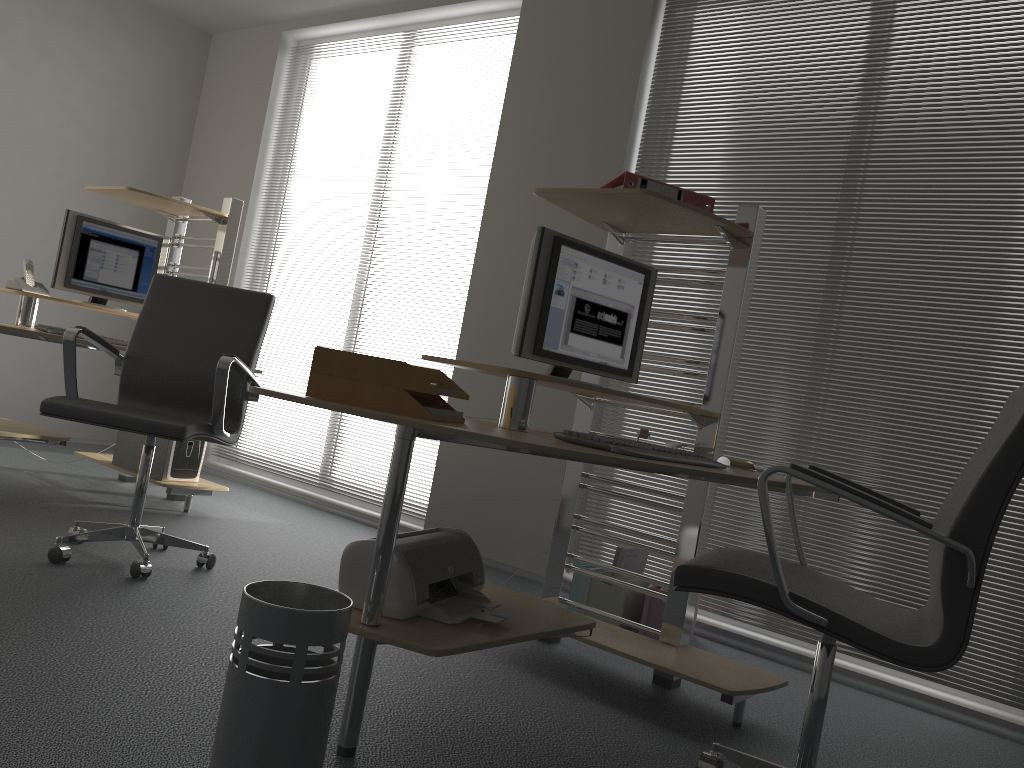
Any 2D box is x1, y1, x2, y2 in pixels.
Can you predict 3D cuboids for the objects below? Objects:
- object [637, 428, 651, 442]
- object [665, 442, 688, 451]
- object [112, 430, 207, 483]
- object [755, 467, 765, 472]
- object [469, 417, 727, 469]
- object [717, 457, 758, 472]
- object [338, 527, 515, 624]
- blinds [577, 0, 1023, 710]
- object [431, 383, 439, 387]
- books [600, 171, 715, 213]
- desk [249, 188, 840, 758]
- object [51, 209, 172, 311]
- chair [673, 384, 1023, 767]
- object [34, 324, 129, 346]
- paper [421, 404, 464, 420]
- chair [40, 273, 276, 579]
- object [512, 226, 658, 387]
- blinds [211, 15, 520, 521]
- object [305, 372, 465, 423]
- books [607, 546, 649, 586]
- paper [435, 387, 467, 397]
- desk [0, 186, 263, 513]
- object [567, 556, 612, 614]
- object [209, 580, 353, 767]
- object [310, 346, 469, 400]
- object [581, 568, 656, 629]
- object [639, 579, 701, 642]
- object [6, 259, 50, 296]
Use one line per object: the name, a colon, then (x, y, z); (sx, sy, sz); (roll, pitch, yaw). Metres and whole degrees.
object: (0.411, 0.173, 2.759); (0.054, 0.064, 0.159); (10, -1, 4)
object: (0.512, 0.203, 2.773); (0.022, 0.042, 0.134); (11, -1, -11)
object: (-1.712, 0.231, 4.361); (0.471, 0.422, 0.199); (10, -1, 37)
object: (0.721, 0.257, 2.739); (0.158, 0.011, 0.011); (10, -1, 34)
object: (0.134, 0.159, 2.435); (0.814, 0.082, 0.478); (9, -2, 44)
object: (0.676, 0.239, 2.671); (0.132, 0.026, 0.132); (10, -1, 37)
object: (-0.161, 0.463, 2.156); (0.351, 0.162, 0.438); (10, -1, 21)
blinds: (1.266, -0.373, 3.621); (1.950, 2.770, 0.022); (10, -1, 37)
object: (-0.178, 0.002, 2.038); (0.008, 0.009, 0.159); (11, -1, 0)
books: (0.436, -0.581, 2.828); (0.320, 0.072, 0.262); (11, -1, -21)
desk: (0.208, 0.109, 2.324); (0.967, 1.566, 1.469); (10, -1, 37)
object: (-1.990, -0.583, 4.388); (0.516, 0.418, 0.245); (11, -1, -38)
chair: (0.721, 0.460, 1.931); (0.652, 1.048, 0.584); (10, -1, 23)
object: (-2.040, -0.212, 4.125); (0.814, 0.082, 0.478); (9, -2, 44)
paper: (-0.286, 0.044, 2.065); (0.297, 0.019, 0.210); (10, -1, 16)
chair: (-1.277, 0.112, 3.189); (0.584, 1.048, 0.652); (11, -1, 2)
object: (0.203, -0.207, 2.734); (0.516, 0.418, 0.245); (11, -1, -31)
blinds: (-0.949, -0.753, 5.293); (1.950, 2.749, 0.037); (10, -1, 37)
object: (-0.285, 0.032, 2.066); (0.309, 0.060, 0.225); (10, -1, 16)
books: (0.462, 0.812, 3.637); (0.068, 0.306, 0.220); (10, -1, 37)
paper: (-0.277, -0.007, 2.066); (0.297, 0.010, 0.210); (10, -1, 16)
desk: (-2.001, -0.270, 3.993); (0.967, 1.566, 1.469); (10, -1, 37)
object: (0.291, 0.855, 3.756); (0.185, 0.202, 0.245); (10, -1, 37)
object: (-0.440, 0.588, 1.688); (0.208, 0.377, 0.208); (11, -1, -10)
object: (-0.274, -0.024, 2.067); (0.309, 0.060, 0.225); (10, -1, 16)
object: (0.438, 0.880, 3.645); (0.185, 0.202, 0.245); (10, -1, 37)
object: (0.632, 0.914, 3.532); (0.185, 0.202, 0.245); (10, -1, 19)
object: (-2.212, -0.495, 4.074); (0.119, 0.151, 0.150); (10, -1, 23)
